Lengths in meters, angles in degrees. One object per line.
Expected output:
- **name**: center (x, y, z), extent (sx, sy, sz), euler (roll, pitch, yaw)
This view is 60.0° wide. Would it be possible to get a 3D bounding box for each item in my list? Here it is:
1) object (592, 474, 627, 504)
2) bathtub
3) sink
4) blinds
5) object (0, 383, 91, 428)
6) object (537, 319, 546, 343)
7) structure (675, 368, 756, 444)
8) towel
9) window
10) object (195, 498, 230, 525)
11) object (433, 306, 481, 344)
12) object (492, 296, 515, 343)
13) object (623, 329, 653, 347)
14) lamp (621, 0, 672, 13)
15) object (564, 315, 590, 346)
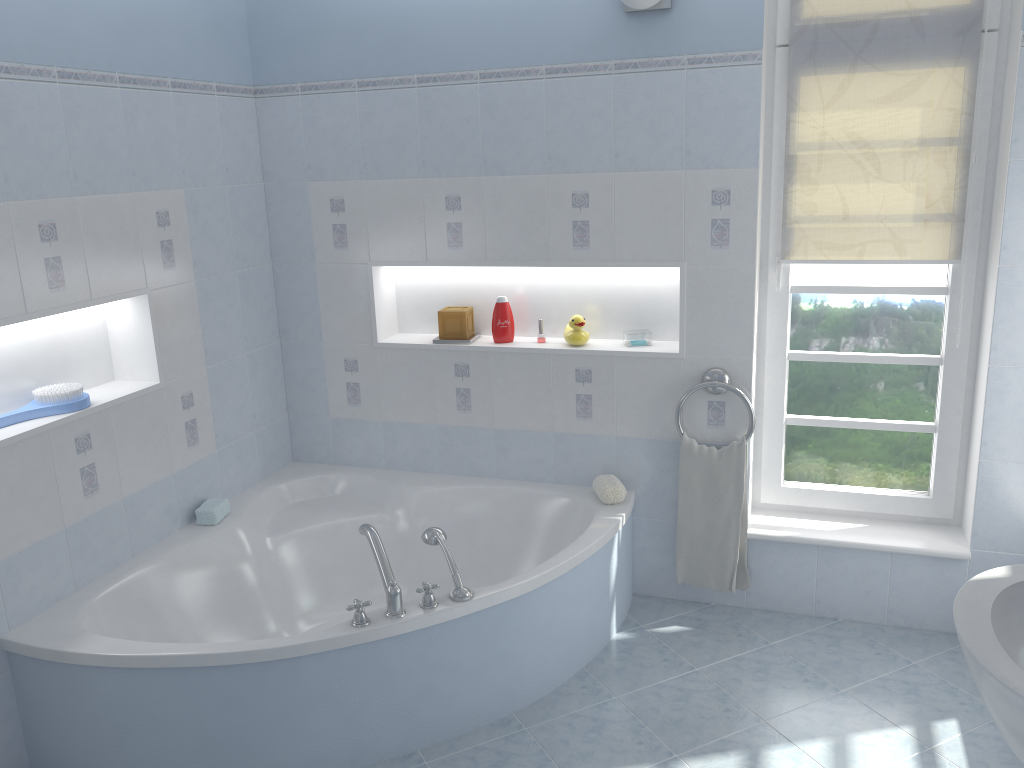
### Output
- **object**: center (0.373, 0.403, 3.402), extent (0.105, 0.077, 0.165), euler (-5, 15, -9)
- **bathtub**: center (-0.504, 0.703, 3.065), extent (1.596, 0.670, 1.578), euler (3, 15, 19)
- **sink**: center (1.104, 0.564, 1.637), extent (0.533, 0.489, 0.634), euler (3, 15, 19)
- **blinds**: center (1.242, -0.922, 3.011), extent (0.598, 1.032, 0.046), euler (3, 15, 19)
- **object**: center (-1.548, 0.087, 2.695), extent (0.172, 0.065, 0.534), euler (7, 17, 32)
- **object**: center (0.116, -0.213, 3.546), extent (0.030, 0.096, 0.030), euler (-5, 15, -9)
- **structure**: center (0.750, 0.108, 3.272), extent (0.291, 0.332, 0.051), euler (3, 15, 19)
- **towel**: center (0.763, 0.487, 3.347), extent (0.280, 0.635, 0.083), euler (3, 15, 19)
- **window**: center (1.283, -0.484, 3.180), extent (0.758, 2.067, 0.142), euler (3, 15, 19)
- **object**: center (-1.132, 0.482, 3.354), extent (0.081, 0.059, 0.128), euler (-1, 15, 6)
- **object**: center (-0.229, -0.246, 3.652), extent (0.160, 0.130, 0.160), euler (1, 15, 13)
- **object**: center (-0.037, -0.258, 3.562), extent (0.092, 0.190, 0.044), euler (-4, 15, -6)
- **object**: center (0.487, -0.178, 3.439), extent (0.102, 0.053, 0.072), euler (-4, 15, -5)
- **lamp**: center (0.428, -1.324, 2.908), extent (0.180, 0.180, 0.216), euler (3, 15, 19)
- **object**: center (0.252, -0.214, 3.477), extent (0.095, 0.122, 0.132), euler (-6, 15, -15)
